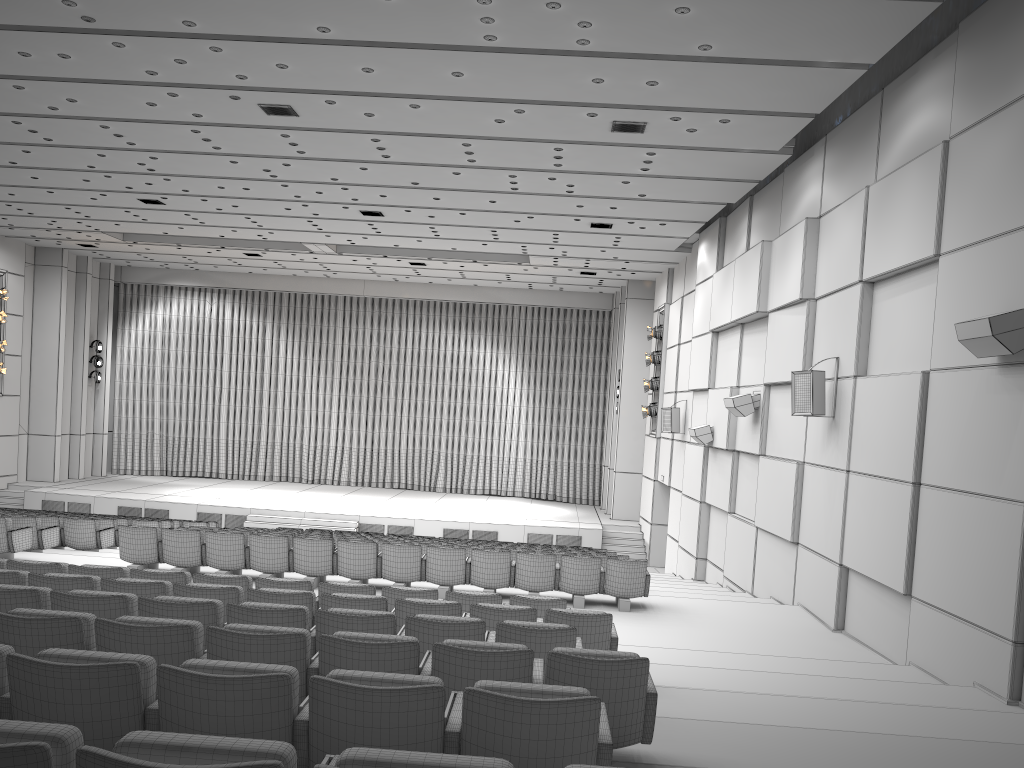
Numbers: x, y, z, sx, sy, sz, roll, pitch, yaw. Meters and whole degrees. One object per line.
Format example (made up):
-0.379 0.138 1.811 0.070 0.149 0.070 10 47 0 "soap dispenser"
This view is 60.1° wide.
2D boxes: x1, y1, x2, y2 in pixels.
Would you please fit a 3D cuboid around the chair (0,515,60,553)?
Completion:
-9.503 1.960 12.481 6.049 0.623 0.611 3 1 2 "chair"

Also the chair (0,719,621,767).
-6.231 0.833 2.484 13.747 0.623 0.611 3 1 2 "chair"

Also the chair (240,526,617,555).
-1.452 2.990 15.471 6.599 0.623 0.611 3 1 2 "chair"

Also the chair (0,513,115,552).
-9.482 2.142 13.586 6.599 0.623 0.611 3 1 2 "chair"

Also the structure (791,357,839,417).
3.677 0.032 10.756 0.411 0.746 0.407 2 2 -40 "structure"

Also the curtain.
-4.676 0.147 28.672 16.128 6.535 1.426 3 2 2 "curtain"

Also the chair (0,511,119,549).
-9.426 2.326 14.690 6.049 0.623 0.611 3 1 2 "chair"

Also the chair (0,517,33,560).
-9.558 1.775 11.377 6.599 0.623 0.611 3 1 2 "chair"

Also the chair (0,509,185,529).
-9.349 2.693 16.899 6.049 0.623 0.611 3 1 2 "chair"

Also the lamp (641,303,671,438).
3.703 -0.313 22.319 0.755 3.347 1.019 3 2 -2 "lamp"

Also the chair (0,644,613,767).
-6.219 1.014 3.589 13.197 0.623 0.611 3 1 2 "chair"

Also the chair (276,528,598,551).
-1.396 3.174 16.575 6.049 0.623 0.611 3 1 2 "chair"

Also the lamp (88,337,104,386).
-12.623 -0.675 26.760 0.436 1.481 0.384 4 2 7 "lamp"

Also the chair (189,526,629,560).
-1.529 2.623 13.262 6.599 0.623 0.611 3 1 2 "chair"

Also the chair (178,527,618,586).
-1.550 2.441 12.156 6.049 0.623 0.611 3 1 2 "chair"

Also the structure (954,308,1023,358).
3.888 -0.427 7.055 0.471 0.418 0.519 4 0 0 "structure"

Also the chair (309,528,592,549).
-1.284 3.543 18.789 6.049 0.623 0.611 3 1 2 "chair"

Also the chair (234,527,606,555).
-1.473 2.808 14.366 6.049 0.623 0.611 3 1 2 "chair"

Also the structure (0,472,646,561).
-4.993 3.740 25.694 17.816 0.847 8.309 3 -2 2 "structure"

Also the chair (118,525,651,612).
-1.605 2.257 11.052 6.599 0.623 0.611 3 1 2 "chair"

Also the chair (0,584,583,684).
-6.142 1.381 5.799 13.197 0.623 0.611 3 1 2 "chair"

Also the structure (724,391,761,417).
3.608 0.305 13.852 0.471 0.418 0.519 4 0 -2 "structure"

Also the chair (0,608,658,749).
-6.154 1.199 4.693 13.747 0.623 0.611 3 1 2 "chair"

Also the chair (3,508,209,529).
-9.328 2.875 18.005 6.599 0.623 0.611 3 1 2 "chair"

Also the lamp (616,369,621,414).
3.142 0.246 24.923 0.437 1.481 0.384 3 2 -1 "lamp"

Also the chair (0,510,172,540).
-9.405 2.509 15.795 6.599 0.623 0.611 3 1 2 "chair"

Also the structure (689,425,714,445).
3.554 0.910 16.407 0.471 0.418 0.519 4 0 0 "structure"

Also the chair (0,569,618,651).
-6.077 1.566 6.902 13.747 0.623 0.611 3 1 2 "chair"

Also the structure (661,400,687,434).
3.511 0.703 19.164 0.411 0.746 0.407 2 2 -40 "structure"

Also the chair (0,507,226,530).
-9.237 3.062 19.113 6.049 0.623 0.611 3 1 2 "chair"

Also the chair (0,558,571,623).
-6.066 1.747 8.008 13.197 0.623 0.611 3 1 2 "chair"

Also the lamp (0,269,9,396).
-13.577 -1.360 23.003 0.746 3.347 1.018 4 2 3 "lamp"

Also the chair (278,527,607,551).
-1.375 3.356 17.680 6.599 0.623 0.611 3 1 2 "chair"
